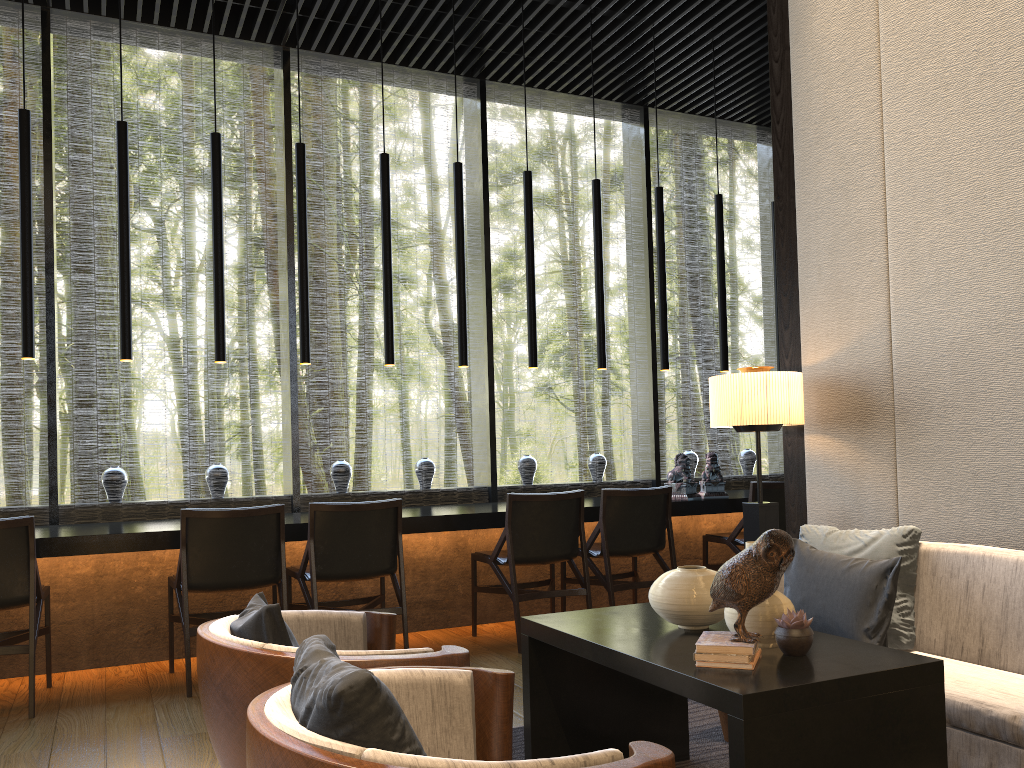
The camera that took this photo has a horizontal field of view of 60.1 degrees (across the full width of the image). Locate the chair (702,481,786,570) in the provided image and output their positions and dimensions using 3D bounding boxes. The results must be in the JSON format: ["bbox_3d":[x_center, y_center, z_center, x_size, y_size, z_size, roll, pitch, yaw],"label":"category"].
[{"bbox_3d":[1.580,1.020,5.595,0.525,0.826,0.564,-1,-3,-25],"label":"chair"}]

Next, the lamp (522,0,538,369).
[{"bbox_3d":[0.101,-1.307,5.684,0.060,2.416,0.060,-1,-2,-30],"label":"lamp"}]

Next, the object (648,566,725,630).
[{"bbox_3d":[0.507,0.599,2.486,0.245,0.167,0.246,-3,-4,23],"label":"object"}]

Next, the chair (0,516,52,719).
[{"bbox_3d":[-2.292,0.982,3.802,0.525,0.826,0.564,-1,-3,-25],"label":"chair"}]

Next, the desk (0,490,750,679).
[{"bbox_3d":[-10.784,0.965,0.278,28.716,0.758,1.785,1,-5,-25],"label":"desk"}]

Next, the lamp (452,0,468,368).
[{"bbox_3d":[-0.334,-1.312,5.482,0.060,2.416,0.060,-1,-2,-30],"label":"lamp"}]

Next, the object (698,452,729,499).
[{"bbox_3d":[1.343,0.610,5.941,0.163,0.312,0.209,-2,-2,0],"label":"object"}]

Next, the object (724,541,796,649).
[{"bbox_3d":[0.623,0.528,2.234,0.174,0.257,0.175,-1,-2,-5],"label":"object"}]

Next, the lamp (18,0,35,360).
[{"bbox_3d":[-2.473,-1.332,4.492,0.060,2.416,0.060,-1,-1,-20],"label":"lamp"}]

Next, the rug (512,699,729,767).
[{"bbox_3d":[0.437,1.192,2.375,2.240,0.008,2.047,1,-5,-25],"label":"rug"}]

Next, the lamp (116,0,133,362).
[{"bbox_3d":[-2.061,-1.328,4.682,0.060,2.416,0.060,-1,-2,-30],"label":"lamp"}]

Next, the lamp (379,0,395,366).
[{"bbox_3d":[-0.761,-1.316,5.285,0.060,2.416,0.060,-1,-2,-30],"label":"lamp"}]

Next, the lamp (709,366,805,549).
[{"bbox_3d":[1.024,0.609,3.644,0.375,1.349,0.375,-2,-2,5],"label":"lamp"}]

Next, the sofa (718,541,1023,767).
[{"bbox_3d":[1.221,0.852,2.686,0.602,0.692,1.453,0,-4,-25],"label":"sofa"}]

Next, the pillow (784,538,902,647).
[{"bbox_3d":[1.067,0.693,2.878,0.219,0.360,0.473,0,-4,-28],"label":"pillow"}]

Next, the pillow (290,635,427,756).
[{"bbox_3d":[-0.256,0.624,1.501,0.222,0.361,0.400,-1,-3,-24],"label":"pillow"}]

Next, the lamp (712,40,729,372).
[{"bbox_3d":[1.476,-1.294,6.320,0.060,2.416,0.060,-1,-2,-30],"label":"lamp"}]

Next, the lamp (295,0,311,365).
[{"bbox_3d":[-1.212,-1.320,5.075,0.060,2.416,0.060,-1,-2,-30],"label":"lamp"}]

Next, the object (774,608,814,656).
[{"bbox_3d":[0.675,0.590,2.118,0.092,0.112,0.091,-3,-3,27],"label":"object"}]

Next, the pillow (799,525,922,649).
[{"bbox_3d":[1.165,0.682,3.035,0.434,0.399,0.201,-5,-4,43],"label":"pillow"}]

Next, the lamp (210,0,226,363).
[{"bbox_3d":[-1.632,-1.324,4.881,0.060,2.416,0.060,-1,-2,-30],"label":"lamp"}]

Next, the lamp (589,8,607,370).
[{"bbox_3d":[0.562,-1.303,5.897,0.060,2.416,0.060,-1,-2,-30],"label":"lamp"}]

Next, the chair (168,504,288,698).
[{"bbox_3d":[-1.349,0.991,4.239,0.525,0.826,0.564,-1,-3,-25],"label":"chair"}]

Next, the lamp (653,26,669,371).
[{"bbox_3d":[1.015,-1.299,6.107,0.060,2.416,0.060,-1,-2,-30],"label":"lamp"}]

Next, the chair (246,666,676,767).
[{"bbox_3d":[-0.142,0.841,1.545,0.606,0.603,0.806,0,-4,-25],"label":"chair"}]

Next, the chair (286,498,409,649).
[{"bbox_3d":[-0.828,0.996,4.480,0.525,0.826,0.564,-1,-3,-25],"label":"chair"}]

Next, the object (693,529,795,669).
[{"bbox_3d":[0.547,0.491,2.065,0.229,0.309,0.174,-3,-2,21],"label":"object"}]

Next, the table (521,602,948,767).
[{"bbox_3d":[0.513,0.930,2.363,0.575,0.516,1.045,0,-4,-25],"label":"table"}]

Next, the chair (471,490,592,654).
[{"bbox_3d":[0.115,1.006,4.917,0.525,0.826,0.564,-1,-3,-25],"label":"chair"}]

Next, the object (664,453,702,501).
[{"bbox_3d":[1.114,0.609,5.840,0.162,0.310,0.208,0,-3,-45],"label":"object"}]

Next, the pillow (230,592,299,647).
[{"bbox_3d":[-0.617,0.704,2.279,0.205,0.337,0.443,-1,-4,-18],"label":"pillow"}]

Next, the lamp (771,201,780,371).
[{"bbox_3d":[1.945,-1.290,6.537,0.060,2.416,0.060,-1,-2,-30],"label":"lamp"}]

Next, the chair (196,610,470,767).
[{"bbox_3d":[-0.501,0.917,2.321,0.606,0.603,0.806,0,-4,-25],"label":"chair"}]

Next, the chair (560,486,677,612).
[{"bbox_3d":[0.637,1.011,5.159,0.525,0.826,0.564,-1,-3,-25],"label":"chair"}]
